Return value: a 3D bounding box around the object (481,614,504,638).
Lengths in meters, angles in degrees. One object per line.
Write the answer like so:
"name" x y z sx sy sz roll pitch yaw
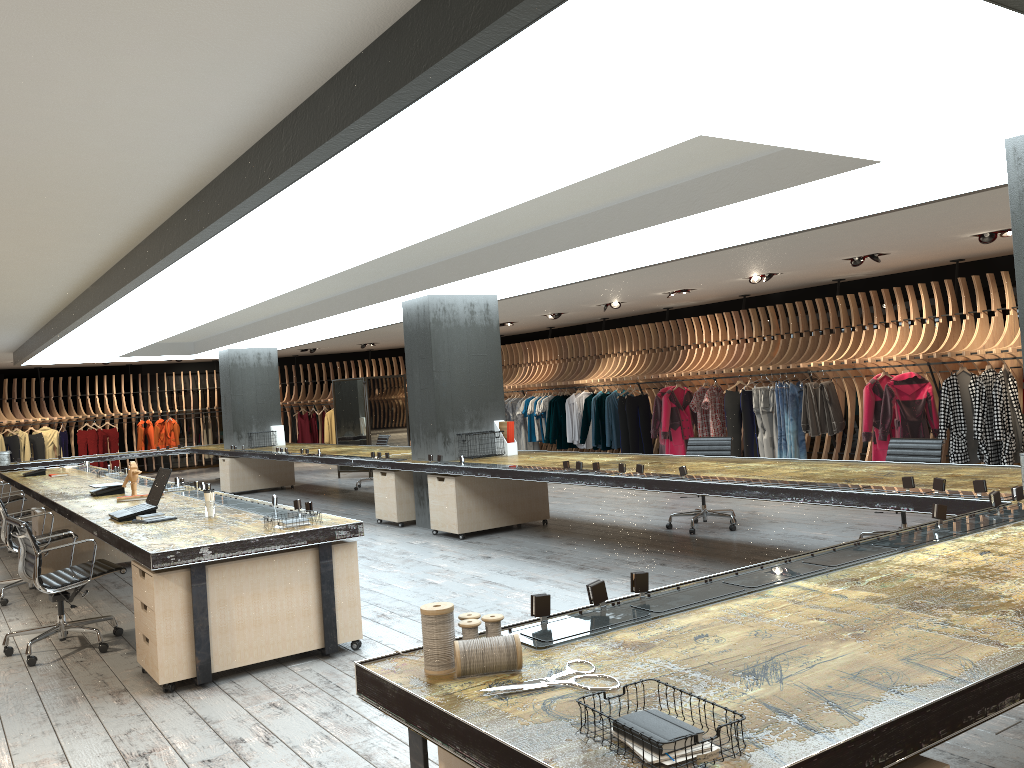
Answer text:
"object" -0.048 0.671 2.355 0.062 0.109 0.062 -5 -1 29

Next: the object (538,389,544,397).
"object" 0.605 0.236 18.233 0.525 0.270 0.012 -4 -1 -29

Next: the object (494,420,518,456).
"object" -0.069 0.593 9.815 0.129 0.383 0.239 -3 -1 -34

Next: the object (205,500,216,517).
"object" -2.002 0.829 5.883 0.061 0.111 0.061 -4 -1 0

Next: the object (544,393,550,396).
"object" 0.723 0.234 18.081 0.524 0.285 0.013 -3 -1 -39

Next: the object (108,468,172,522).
"object" -2.577 0.762 6.145 0.365 0.316 0.372 -3 -1 -34

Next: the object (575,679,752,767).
"object" 0.282 0.661 1.716 0.217 0.074 0.302 -4 -1 -29

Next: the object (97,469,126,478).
"object" -4.832 1.079 10.690 0.302 0.071 0.209 -3 -1 -39

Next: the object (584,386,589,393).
"object" 1.429 0.164 17.006 0.525 0.270 0.012 -3 -1 -34

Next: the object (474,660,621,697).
"object" 0.080 0.709 2.143 0.343 0.015 0.233 -4 0 -2

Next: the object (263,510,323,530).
"object" -1.271 0.794 5.153 0.302 0.074 0.216 -3 -1 -39

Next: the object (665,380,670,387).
"object" 2.658 0.069 15.139 0.525 0.270 0.012 -3 -1 -34

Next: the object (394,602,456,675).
"object" -0.236 0.678 2.354 0.088 0.204 0.262 -3 -1 -35

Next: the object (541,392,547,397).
"object" 0.673 0.237 18.174 0.524 0.291 0.013 -3 -1 -39

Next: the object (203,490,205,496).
"object" -2.027 0.786 5.879 0.007 0.170 0.030 -5 -2 43

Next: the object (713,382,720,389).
"object" 3.266 0.027 14.216 0.015 0.286 0.524 -5 -1 41

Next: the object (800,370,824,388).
"object" 4.293 -0.076 12.686 0.549 0.243 0.023 -4 -1 -32

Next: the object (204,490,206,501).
"object" -2.023 0.786 5.870 0.007 0.170 0.030 -4 -1 16

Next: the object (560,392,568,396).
"object" 1.032 0.204 17.623 0.525 0.270 0.012 -3 -1 -34

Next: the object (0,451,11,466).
"object" -9.091 1.329 15.761 0.303 0.239 0.497 -3 -1 -33

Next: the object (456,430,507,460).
"object" -0.330 0.661 9.569 0.460 0.290 0.329 -3 -1 -36

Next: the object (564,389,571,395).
"object" 1.091 0.199 17.509 0.525 0.270 0.012 -4 -1 -29

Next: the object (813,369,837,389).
"object" 4.424 -0.076 12.543 0.547 0.262 0.023 -3 -1 -32

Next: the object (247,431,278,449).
"object" -4.423 0.988 15.723 0.460 0.290 0.329 -3 -1 -31

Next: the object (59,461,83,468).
"object" -6.706 1.230 13.494 0.302 0.074 0.216 -3 -1 -39

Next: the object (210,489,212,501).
"object" -1.992 0.784 5.866 0.030 0.170 0.007 -4 -1 13

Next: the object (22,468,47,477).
"object" -6.395 1.170 11.874 0.261 0.111 0.372 -3 -1 -34

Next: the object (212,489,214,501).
"object" -1.986 0.783 5.874 0.030 0.170 0.007 -4 -1 -13

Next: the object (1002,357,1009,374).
"object" 5.801 -0.178 10.439 0.525 0.270 0.012 -3 -1 -44

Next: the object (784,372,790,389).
"object" 4.045 -0.053 13.053 0.023 0.243 0.549 -5 -1 28

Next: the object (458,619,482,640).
"object" -0.107 0.675 2.316 0.062 0.109 0.062 -5 -1 29

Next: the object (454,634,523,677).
"object" -0.088 0.684 2.310 0.175 0.089 0.289 -4 -1 -18

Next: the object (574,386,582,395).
"object" 1.299 0.175 17.200 0.525 0.270 0.012 -4 -1 -29

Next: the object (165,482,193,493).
"object" -3.054 0.938 8.012 0.302 0.074 0.216 -3 -1 -39

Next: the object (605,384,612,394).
"object" 1.797 0.139 16.473 0.525 0.270 0.012 -3 -1 -34

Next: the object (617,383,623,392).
"object" 1.962 0.125 16.195 0.525 0.270 0.012 -4 -1 -24

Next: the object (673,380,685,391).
"object" 2.812 0.057 14.947 0.525 0.270 0.012 -4 -1 -24

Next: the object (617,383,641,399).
"object" 2.132 0.113 15.950 0.525 0.270 0.012 -4 -1 -9

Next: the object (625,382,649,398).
"object" 2.224 0.106 15.794 0.525 0.270 0.012 -4 -1 -29

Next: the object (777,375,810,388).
"object" 4.129 -0.053 12.963 0.548 0.256 0.023 -4 -1 -8

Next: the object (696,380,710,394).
"object" 3.153 0.029 14.396 0.525 0.270 0.012 -3 -1 -34

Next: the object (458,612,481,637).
"object" -0.111 0.676 2.387 0.062 0.109 0.062 -5 -1 29

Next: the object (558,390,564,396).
"object" 0.976 0.208 17.684 0.525 0.270 0.012 -3 -1 -34

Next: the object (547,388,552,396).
"object" 0.774 0.219 17.979 0.012 0.270 0.525 -5 -1 41

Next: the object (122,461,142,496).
"object" -3.317 0.834 7.807 0.320 0.301 0.097 -5 -2 40

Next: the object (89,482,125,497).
"object" -3.729 0.971 8.170 0.263 0.088 0.372 -4 -1 -34

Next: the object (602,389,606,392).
"object" 1.720 0.144 16.555 0.525 0.270 0.012 -3 -1 -34

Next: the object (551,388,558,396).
"object" 0.857 0.223 17.826 0.524 0.284 0.014 -4 -1 -24

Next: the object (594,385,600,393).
"object" 1.611 0.154 16.727 0.525 0.270 0.012 -4 -1 -29

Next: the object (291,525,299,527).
"object" -1.271 0.819 5.152 0.176 0.004 0.130 -4 -1 -29

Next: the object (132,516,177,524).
"object" -2.358 0.894 5.851 0.219 0.019 0.213 -4 -1 41
